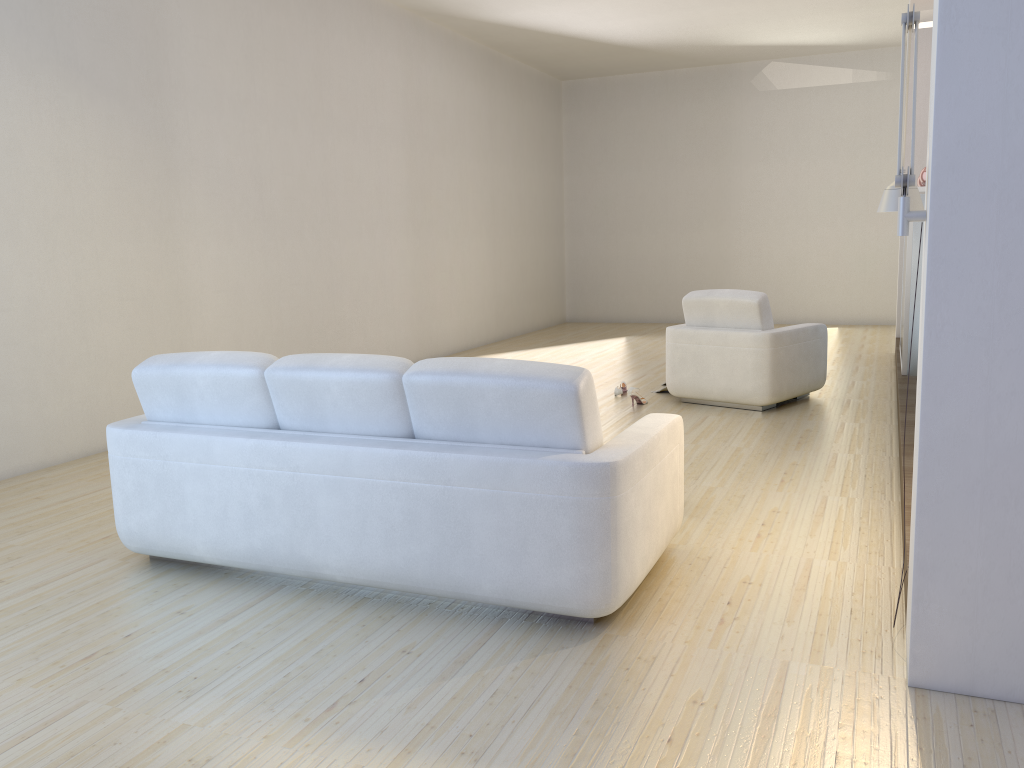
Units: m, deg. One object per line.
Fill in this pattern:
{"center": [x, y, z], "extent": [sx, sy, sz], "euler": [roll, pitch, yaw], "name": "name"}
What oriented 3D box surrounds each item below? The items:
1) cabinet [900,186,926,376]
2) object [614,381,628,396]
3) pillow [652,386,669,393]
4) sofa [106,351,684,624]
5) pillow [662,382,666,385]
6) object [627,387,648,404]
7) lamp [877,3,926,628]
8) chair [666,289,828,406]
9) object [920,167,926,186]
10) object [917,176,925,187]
{"center": [3.573, -0.872, 7.232], "extent": [0.689, 1.396, 1.670], "euler": [2, 10, 23], "name": "cabinet"}
{"center": [0.919, 0.038, 7.232], "extent": [0.121, 0.091, 0.287], "euler": [2, 10, 22], "name": "object"}
{"center": [1.464, -0.099, 7.303], "extent": [0.615, 0.315, 0.312], "euler": [-9, 12, -39], "name": "pillow"}
{"center": [-0.485, 0.273, 3.534], "extent": [2.166, 0.862, 0.941], "euler": [2, 10, 23], "name": "sofa"}
{"center": [1.646, -0.107, 7.532], "extent": [0.712, 0.287, 0.299], "euler": [-4, 9, -14], "name": "pillow"}
{"center": [0.957, 0.081, 6.725], "extent": [0.089, 0.149, 0.265], "euler": [5, 11, 35], "name": "object"}
{"center": [1.286, -0.207, 2.831], "extent": [0.204, 1.841, 0.891], "euler": [1, 10, 19], "name": "lamp"}
{"center": [1.767, -0.322, 6.739], "extent": [0.919, 0.828, 0.941], "euler": [7, 12, 42], "name": "chair"}
{"center": [3.396, -1.599, 6.746], "extent": [0.534, 0.206, 0.546], "euler": [-7, 10, -30], "name": "object"}
{"center": [3.711, -1.725, 7.475], "extent": [0.534, 0.206, 0.546], "euler": [0, 9, 10], "name": "object"}
